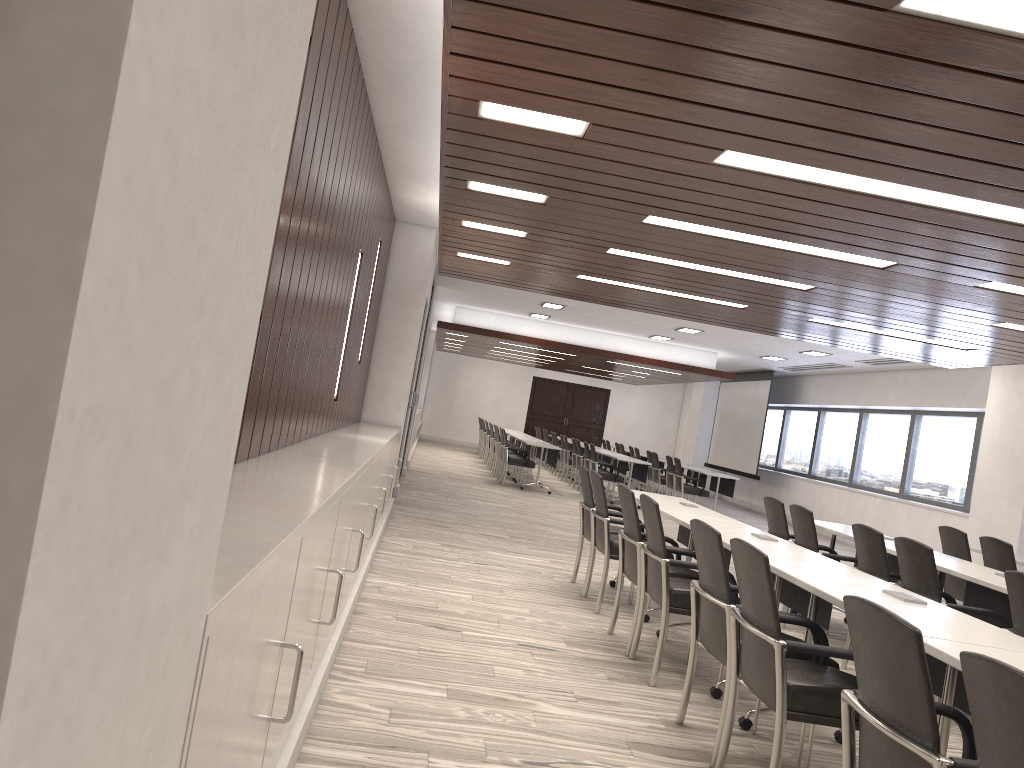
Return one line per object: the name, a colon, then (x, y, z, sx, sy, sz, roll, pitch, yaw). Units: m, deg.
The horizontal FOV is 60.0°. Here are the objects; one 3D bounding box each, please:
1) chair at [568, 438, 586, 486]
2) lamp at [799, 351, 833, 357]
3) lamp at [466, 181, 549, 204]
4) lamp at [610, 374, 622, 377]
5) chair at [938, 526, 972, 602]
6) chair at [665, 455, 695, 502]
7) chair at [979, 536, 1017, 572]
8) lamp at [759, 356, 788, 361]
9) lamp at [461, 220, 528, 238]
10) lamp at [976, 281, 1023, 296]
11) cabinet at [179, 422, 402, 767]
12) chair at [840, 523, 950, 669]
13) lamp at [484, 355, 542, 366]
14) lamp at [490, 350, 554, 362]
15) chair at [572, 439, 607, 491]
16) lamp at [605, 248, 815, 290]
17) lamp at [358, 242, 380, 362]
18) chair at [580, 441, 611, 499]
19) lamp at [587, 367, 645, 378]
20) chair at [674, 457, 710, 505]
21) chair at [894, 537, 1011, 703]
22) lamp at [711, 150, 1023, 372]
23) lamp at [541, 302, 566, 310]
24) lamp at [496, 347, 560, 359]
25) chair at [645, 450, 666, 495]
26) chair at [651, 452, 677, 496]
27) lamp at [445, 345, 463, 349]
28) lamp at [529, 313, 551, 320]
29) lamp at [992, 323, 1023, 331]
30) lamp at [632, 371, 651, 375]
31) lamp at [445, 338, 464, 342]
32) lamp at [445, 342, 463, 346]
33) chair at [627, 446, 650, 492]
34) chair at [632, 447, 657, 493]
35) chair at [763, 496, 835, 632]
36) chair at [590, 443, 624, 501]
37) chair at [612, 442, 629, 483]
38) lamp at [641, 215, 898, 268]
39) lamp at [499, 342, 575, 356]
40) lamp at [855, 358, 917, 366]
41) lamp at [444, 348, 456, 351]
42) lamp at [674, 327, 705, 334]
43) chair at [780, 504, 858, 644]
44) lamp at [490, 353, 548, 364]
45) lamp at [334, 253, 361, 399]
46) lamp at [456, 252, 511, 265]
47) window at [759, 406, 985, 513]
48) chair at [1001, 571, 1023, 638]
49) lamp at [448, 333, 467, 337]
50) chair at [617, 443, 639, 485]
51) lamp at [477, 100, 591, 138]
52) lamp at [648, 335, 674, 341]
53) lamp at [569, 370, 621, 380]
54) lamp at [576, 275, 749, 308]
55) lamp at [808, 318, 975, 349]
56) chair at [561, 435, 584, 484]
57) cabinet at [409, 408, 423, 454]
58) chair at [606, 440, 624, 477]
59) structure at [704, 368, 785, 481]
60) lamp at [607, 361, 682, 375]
chair: (1.385, 1.541, 17.007, 0.638, 0.939, 0.513, 10, -2, -5)
lamp: (4.725, -0.524, 13.780, 0.324, 0.120, 0.519, 10, -2, -5)
lamp: (-0.024, -1.107, 5.009, 0.464, 0.045, 0.236, 10, -2, -5)
lamp: (2.474, -0.220, 20.790, 0.421, 0.046, 0.236, 10, -2, -5)
chair: (3.713, 1.650, 7.070, 0.638, 0.939, 0.513, 10, -2, -5)
chair: (2.971, 1.772, 15.619, 0.638, 0.939, 0.513, 10, -2, -5)
chair: (3.774, 1.645, 6.552, 0.638, 0.939, 0.513, 10, -2, -5)
lamp: (4.577, -0.499, 15.485, 0.324, 0.120, 0.519, 10, -2, -5)
lamp: (-0.119, -1.091, 6.105, 0.464, 0.045, 0.236, 10, -2, -5)
lamp: (3.518, -0.493, 5.308, 1.496, 0.045, 0.236, 10, -2, -5)
cabinet: (-1.002, 0.704, 5.026, 0.476, 0.698, 7.540, 10, -2, -5)
chair: (2.376, 1.373, 5.426, 0.638, 0.939, 0.513, 10, -2, -5)
lamp: (0.040, -0.603, 21.909, 1.496, 0.045, 0.236, 10, -2, -5)
lamp: (0.249, -0.638, 19.499, 1.496, 0.045, 0.236, 10, -2, -5)
chair: (1.429, 1.534, 16.490, 0.638, 0.939, 0.513, 10, -2, -6)
lamp: (1.399, -0.828, 6.233, 1.496, 0.045, 0.236, 10, -2, -5)
lamp: (-1.271, -0.717, 7.575, 0.094, 1.058, 0.236, 10, -2, -5)
chair: (1.500, 1.517, 15.502, 0.638, 0.939, 0.513, 10, -2, -6)
lamp: (2.272, -0.287, 19.669, 1.496, 0.045, 0.236, 10, -2, -5)
chair: (3.016, 1.764, 15.098, 0.638, 0.939, 0.513, 10, -2, -4)
chair: (2.419, 1.365, 4.905, 0.638, 0.939, 0.513, 10, -2, -5)
lamp: (3.674, -0.579, 10.248, 1.469, 0.552, 14.296, 9, -2, 18)
lamp: (0.630, -1.234, 13.435, 0.324, 0.120, 0.519, 10, -2, -5)
lamp: (0.363, -0.657, 18.184, 1.496, 0.045, 0.236, 10, -2, -5)
chair: (2.856, 1.796, 17.139, 0.638, 0.939, 0.513, 10, -2, -6)
chair: (2.883, 1.786, 16.617, 0.638, 0.939, 0.513, 10, -2, -4)
lamp: (-1.364, -0.885, 20.467, 0.464, 0.045, 0.236, 10, -2, -5)
lamp: (0.482, -1.209, 15.140, 0.324, 0.120, 0.519, 10, -2, -5)
lamp: (3.720, -0.425, 6.429, 0.421, 0.046, 0.236, 10, -2, -5)
lamp: (2.684, -0.254, 18.379, 0.421, 0.046, 0.236, 10, -2, -5)
lamp: (-1.155, -0.920, 18.056, 0.464, 0.045, 0.236, 10, -2, -5)
lamp: (-1.269, -0.901, 19.371, 0.464, 0.045, 0.236, 10, -2, -5)
chair: (2.711, 1.816, 18.648, 0.638, 0.939, 0.513, 10, -2, -4)
chair: (2.754, 1.808, 18.125, 0.638, 0.939, 0.513, 10, -2, -4)
chair: (2.252, 1.396, 6.951, 0.638, 0.939, 0.513, 10, -2, -6)
chair: (1.558, 1.511, 14.972, 0.638, 0.939, 0.513, 10, -2, -5)
chair: (2.595, 1.840, 20.163, 0.638, 0.939, 0.513, 10, -2, -6)
lamp: (1.494, -0.843, 5.137, 1.496, 0.045, 0.236, 10, -2, -5)
lamp: (0.496, -0.679, 16.650, 1.496, 0.045, 0.236, 10, -2, -5)
lamp: (4.925, -0.430, 8.019, 1.499, 0.552, 12.001, 9, -2, 12)
lamp: (-1.478, -0.867, 21.781, 0.464, 0.045, 0.236, 10, -2, -5)
lamp: (2.730, -0.870, 13.612, 0.324, 0.120, 0.519, 10, -2, -5)
chair: (2.295, 1.388, 6.426, 0.638, 0.939, 0.513, 10, -2, -5)
lamp: (0.154, -0.622, 20.595, 1.496, 0.045, 0.236, 10, -2, -5)
lamp: (-1.210, -0.422, 6.251, 0.094, 1.058, 0.236, 10, -2, -5)
lamp: (-0.233, -1.072, 7.420, 0.464, 0.045, 0.236, 10, -2, -5)
window: (6.226, 1.157, 15.913, 0.118, 1.419, 10.452, 10, -2, -5)
chair: (2.503, 1.351, 3.922, 0.638, 0.939, 0.513, 10, -2, -4)
lamp: (-1.022, -0.942, 16.522, 0.464, 0.045, 0.236, 10, -2, -5)
chair: (2.634, 1.831, 19.639, 0.638, 0.939, 0.513, 10, -2, -5)
lamp: (0.091, -1.125, 3.694, 0.464, 0.045, 0.236, 10, -2, -5)
lamp: (2.582, -0.845, 15.317, 0.324, 0.120, 0.519, 10, -2, -5)
lamp: (2.063, -0.253, 22.080, 1.496, 0.045, 0.236, 10, -2, -5)
lamp: (1.285, -0.809, 7.548, 1.496, 0.045, 0.236, 10, -2, -5)
lamp: (3.309, -0.458, 7.719, 1.496, 0.045, 0.236, 10, -2, -5)
chair: (1.289, 1.554, 18.004, 0.638, 0.939, 0.513, 10, -2, -4)
cabinet: (-2.249, 0.910, 19.405, 0.476, 0.698, 7.540, 10, -2, -5)
chair: (2.491, 1.851, 21.157, 0.638, 0.939, 0.513, 10, -2, -5)
structure: (4.924, 0.784, 19.324, 0.438, 2.329, 3.550, 10, -2, -5)
lamp: (2.520, -0.328, 16.820, 1.496, 0.045, 0.236, 10, -2, -5)
